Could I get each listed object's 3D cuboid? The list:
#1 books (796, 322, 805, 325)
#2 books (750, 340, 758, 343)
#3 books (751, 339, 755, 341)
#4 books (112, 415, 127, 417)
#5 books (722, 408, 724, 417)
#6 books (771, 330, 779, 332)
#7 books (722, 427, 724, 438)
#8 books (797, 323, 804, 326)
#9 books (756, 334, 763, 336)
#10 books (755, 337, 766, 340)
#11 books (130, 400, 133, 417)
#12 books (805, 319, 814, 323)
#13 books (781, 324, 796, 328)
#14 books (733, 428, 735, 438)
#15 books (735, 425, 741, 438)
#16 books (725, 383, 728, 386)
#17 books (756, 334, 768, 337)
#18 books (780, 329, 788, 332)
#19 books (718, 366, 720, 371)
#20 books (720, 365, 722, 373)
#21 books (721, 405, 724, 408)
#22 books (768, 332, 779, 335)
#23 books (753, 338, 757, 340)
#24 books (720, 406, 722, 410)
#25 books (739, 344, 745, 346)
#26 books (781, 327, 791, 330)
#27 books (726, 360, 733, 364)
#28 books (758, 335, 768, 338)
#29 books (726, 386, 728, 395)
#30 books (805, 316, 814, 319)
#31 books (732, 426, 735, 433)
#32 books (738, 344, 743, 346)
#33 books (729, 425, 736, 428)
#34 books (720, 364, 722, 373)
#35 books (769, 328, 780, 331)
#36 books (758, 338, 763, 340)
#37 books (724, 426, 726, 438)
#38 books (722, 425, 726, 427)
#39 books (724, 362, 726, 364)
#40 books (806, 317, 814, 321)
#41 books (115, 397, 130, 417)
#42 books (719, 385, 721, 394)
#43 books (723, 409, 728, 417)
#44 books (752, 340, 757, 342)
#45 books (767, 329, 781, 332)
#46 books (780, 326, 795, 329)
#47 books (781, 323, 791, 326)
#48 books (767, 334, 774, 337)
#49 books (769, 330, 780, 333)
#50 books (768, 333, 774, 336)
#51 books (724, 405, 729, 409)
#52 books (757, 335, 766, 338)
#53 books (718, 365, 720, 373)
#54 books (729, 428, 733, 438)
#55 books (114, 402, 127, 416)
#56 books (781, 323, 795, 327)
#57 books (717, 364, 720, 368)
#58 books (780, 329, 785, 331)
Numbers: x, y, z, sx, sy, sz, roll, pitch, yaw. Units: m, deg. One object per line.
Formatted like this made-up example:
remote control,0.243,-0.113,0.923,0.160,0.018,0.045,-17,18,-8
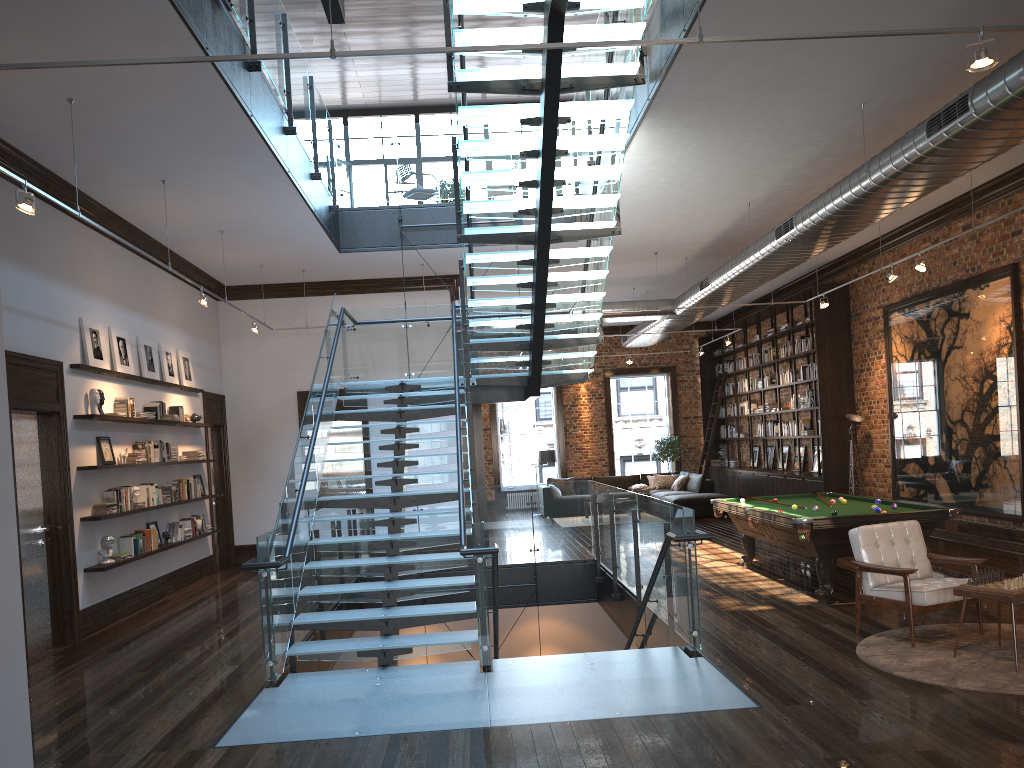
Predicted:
books,5.390,-1.117,16.311,0.219,0.019,0.329,-3,-4,0
books,5.282,-0.910,19.076,0.191,0.015,0.375,-3,-4,-6
books,5.279,-0.948,19.075,0.191,0.013,0.316,-3,-4,-7
books,-4.268,0.344,9.539,0.141,0.011,0.287,-3,-4,-6
books,5.227,0.693,21.638,0.188,0.237,0.025,-3,1,-3
books,5.343,-1.068,17.951,0.180,0.010,0.278,-3,-4,-4
books,5.273,1.194,21.830,0.177,0.266,0.026,-3,1,-3
books,5.391,-1.102,16.312,0.214,0.012,0.252,-4,-4,2
books,5.285,-1.033,18.679,0.215,0.015,0.320,-3,-4,-6
books,5.292,-0.964,18.680,0.219,0.016,0.367,-3,-4,-2
books,-4.269,0.276,9.774,0.163,0.198,0.029,-3,1,-3
books,5.420,-1.133,15.859,0.230,0.007,0.352,-3,-4,-1
books,5.374,-1.120,17.235,0.169,0.034,0.286,-3,-4,-8
books,5.323,1.151,20.984,0.164,0.232,0.026,-3,1,-3
books,5.333,1.122,20.925,0.129,0.283,0.030,-3,1,-3
books,5.224,0.133,21.289,0.189,0.304,0.014,-3,1,-3
books,5.289,-1.017,18.679,0.199,0.017,0.303,-3,-4,-8
books,5.363,-1.042,17.235,0.217,0.010,0.342,-3,-4,-4
books,5.162,-0.321,21.777,0.177,0.270,0.029,-3,1,-3
books,5.165,-0.332,21.568,0.190,0.263,0.066,-3,1,-3
books,5.226,0.667,21.699,0.187,0.297,0.016,-3,1,-3
books,5.329,-1.026,17.951,0.193,0.030,0.313,-3,-4,-8
books,5.294,-0.963,19.076,0.168,0.015,0.231,-3,-4,0
books,5.232,0.686,21.867,0.170,0.282,0.027,-3,1,-3
books,5.235,-0.870,19.967,0.210,0.014,0.291,-3,-4,-4
books,5.361,-1.078,17.235,0.206,0.009,0.334,-3,-4,0
books,5.201,-0.400,21.149,0.167,0.338,0.016,-3,1,-3
books,5.306,-0.994,18.681,0.187,0.011,0.380,-3,-4,-2
books,5.222,0.166,21.229,0.191,0.229,0.034,-3,1,-3
books,5.421,-1.199,15.858,0.202,0.015,0.361,-3,-4,-8
books,5.327,1.133,21.105,0.159,0.285,0.014,-3,1,-3
books,5.217,-0.879,19.966,0.232,0.006,0.289,-3,-4,-7
books,5.297,1.135,21.251,0.165,0.304,0.013,-3,1,-3
books,5.176,-0.338,21.640,0.189,0.284,0.032,-3,1,-3
books,5.335,-1.102,17.950,0.192,0.009,0.306,-3,-4,-2
books,5.314,-0.949,18.682,0.156,0.017,0.320,-3,-4,-8
books,5.278,1.168,21.704,0.183,0.301,0.015,-3,1,-3
books,5.279,1.173,21.913,0.157,0.319,0.013,-3,1,-3
books,5.200,-0.370,21.424,0.129,0.315,0.033,-3,1,-3
books,5.421,-1.170,15.859,0.229,0.018,0.315,-3,-4,-2
books,-4.281,0.260,9.742,0.142,0.229,0.014,-3,1,-3
books,5.196,0.180,21.912,0.176,0.296,0.041,-3,1,-3
books,5.239,0.700,21.560,0.187,0.211,0.035,-3,1,-3
books,5.287,-0.925,19.076,0.198,0.014,0.262,-3,-4,-3
books,5.324,-1.080,17.949,0.205,0.017,0.360,-3,-4,-6
books,5.358,-1.092,17.234,0.216,0.020,0.235,-3,-4,-6
books,5.369,-1.160,17.234,0.188,0.017,0.276,-3,-4,-1
books,5.318,-0.982,17.951,0.228,0.011,0.373,-3,-4,0
books,5.341,-1.052,17.951,0.171,0.021,0.307,-3,-4,-7
books,5.328,-1.004,17.951,0.213,0.014,0.282,-3,-4,-1
books,5.248,0.657,21.584,0.179,0.299,0.015,-3,1,-3
books,5.300,-1.004,18.680,0.204,0.011,0.309,-3,-4,-3
books,5.161,-0.326,21.827,0.175,0.286,0.016,-3,1,-3
books,5.287,1.163,21.129,0.212,0.233,0.019,-3,1,-3
books,-4.287,0.284,9.710,0.128,0.176,0.050,-3,1,-3
books,5.370,-1.144,17.234,0.168,0.015,0.370,-3,-4,2
books,5.168,-0.331,21.925,0.180,0.308,0.014,-3,1,-3
books,5.356,-1.054,17.235,0.227,0.015,0.276,-3,-4,-5
